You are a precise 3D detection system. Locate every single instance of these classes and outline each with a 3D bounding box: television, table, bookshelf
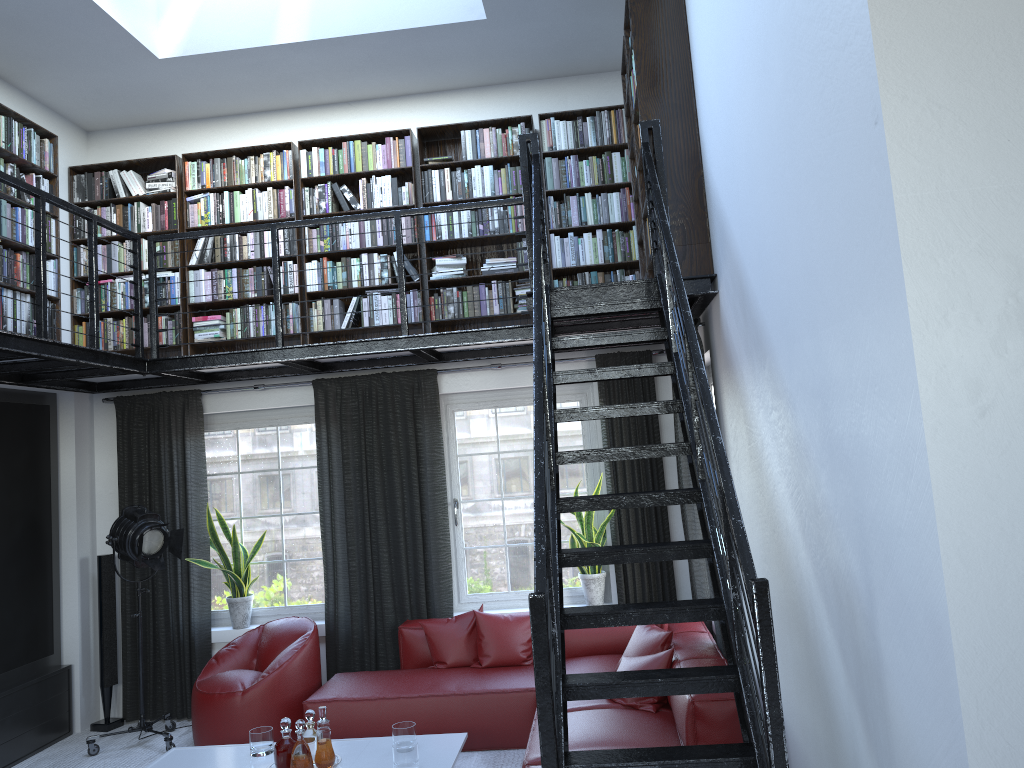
[{"bbox_3d":[-3.416,1.153,4.750,0.116,2.437,3.340,-5,-5,5],"label":"television"},{"bbox_3d":[-1.114,2.038,4.282,1.664,0.245,1.161,-5,-5,5],"label":"table"},{"bbox_3d":[-1.219,-1.130,5.212,4.474,1.623,3.077,-5,-5,5],"label":"bookshelf"}]

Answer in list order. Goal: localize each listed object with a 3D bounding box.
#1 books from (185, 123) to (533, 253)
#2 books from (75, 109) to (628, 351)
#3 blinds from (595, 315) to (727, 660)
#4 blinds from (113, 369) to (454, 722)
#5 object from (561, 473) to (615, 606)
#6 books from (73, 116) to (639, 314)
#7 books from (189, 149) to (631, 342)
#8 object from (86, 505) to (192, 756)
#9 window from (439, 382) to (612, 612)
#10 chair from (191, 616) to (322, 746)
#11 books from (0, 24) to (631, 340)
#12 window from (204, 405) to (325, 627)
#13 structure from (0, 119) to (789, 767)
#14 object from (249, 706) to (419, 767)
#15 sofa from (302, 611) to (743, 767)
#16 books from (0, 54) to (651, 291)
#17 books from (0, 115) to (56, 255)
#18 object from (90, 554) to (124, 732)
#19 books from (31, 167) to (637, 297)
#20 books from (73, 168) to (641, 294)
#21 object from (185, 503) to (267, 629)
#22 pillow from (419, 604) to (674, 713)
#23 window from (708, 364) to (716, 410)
[{"bbox_3d":[-1.123,-1.389,6.617,2.636,0.831,0.212,-5,-7,5],"label":"books"},{"bbox_3d":[-1.162,-1.143,6.095,4.434,1.435,1.281,-5,-6,7],"label":"books"},{"bbox_3d":[1.118,0.866,5.521,0.528,2.390,1.741,-3,-6,-13],"label":"blinds"},{"bbox_3d":[-1.701,1.165,6.469,2.507,2.396,0.125,-5,-7,5],"label":"blinds"},{"bbox_3d":[0.481,1.099,6.196,0.553,0.943,0.523,-4,-6,-6],"label":"object"},{"bbox_3d":[-1.097,-1.106,6.575,4.434,1.418,0.226,-5,-7,5],"label":"books"},{"bbox_3d":[-0.714,-0.987,6.537,3.390,1.127,0.239,-5,-7,5],"label":"books"},{"bbox_3d":[-1.391,1.536,6.151,2.907,1.585,0.750,-4,-6,-11],"label":"object"},{"bbox_3d":[0.086,0.828,6.545,1.167,1.612,0.132,-5,-7,5],"label":"window"},{"bbox_3d":[-1.692,1.980,5.889,0.830,0.714,0.827,-1,-7,-33],"label":"chair"},{"bbox_3d":[-1.258,-1.229,4.816,4.376,1.414,2.197,-5,-5,4],"label":"books"},{"bbox_3d":[-1.904,0.998,6.722,1.167,1.612,0.132,-5,-7,5],"label":"window"},{"bbox_3d":[-1.169,0.471,4.261,4.487,3.368,4.599,-5,-5,5],"label":"structure"},{"bbox_3d":[-0.938,1.772,4.488,1.008,0.296,0.510,-5,-5,8],"label":"object"},{"bbox_3d":[-0.096,1.793,4.611,2.541,0.658,3.268,-5,-5,5],"label":"sofa"},{"bbox_3d":[-1.189,-1.192,5.347,4.382,1.410,1.165,-5,-6,5],"label":"books"},{"bbox_3d":[-3.338,-1.064,4.977,0.315,1.428,2.198,-5,-5,6],"label":"books"},{"bbox_3d":[-2.943,1.858,6.414,0.157,1.226,0.157,-7,-7,20],"label":"object"},{"bbox_3d":[-1.229,-1.074,5.101,4.334,1.144,1.593,-5,-5,4],"label":"books"},{"bbox_3d":[-1.098,-1.095,6.569,4.440,1.402,0.241,-5,-7,5],"label":"books"},{"bbox_3d":[-2.163,1.326,6.454,0.552,0.943,0.524,-6,-6,16],"label":"object"},{"bbox_3d":[0.394,1.589,5.517,0.983,0.403,1.949,0,-6,-42],"label":"pillow"},{"bbox_3d":[1.338,0.638,5.386,0.133,1.612,1.162,-5,-6,5],"label":"window"}]
